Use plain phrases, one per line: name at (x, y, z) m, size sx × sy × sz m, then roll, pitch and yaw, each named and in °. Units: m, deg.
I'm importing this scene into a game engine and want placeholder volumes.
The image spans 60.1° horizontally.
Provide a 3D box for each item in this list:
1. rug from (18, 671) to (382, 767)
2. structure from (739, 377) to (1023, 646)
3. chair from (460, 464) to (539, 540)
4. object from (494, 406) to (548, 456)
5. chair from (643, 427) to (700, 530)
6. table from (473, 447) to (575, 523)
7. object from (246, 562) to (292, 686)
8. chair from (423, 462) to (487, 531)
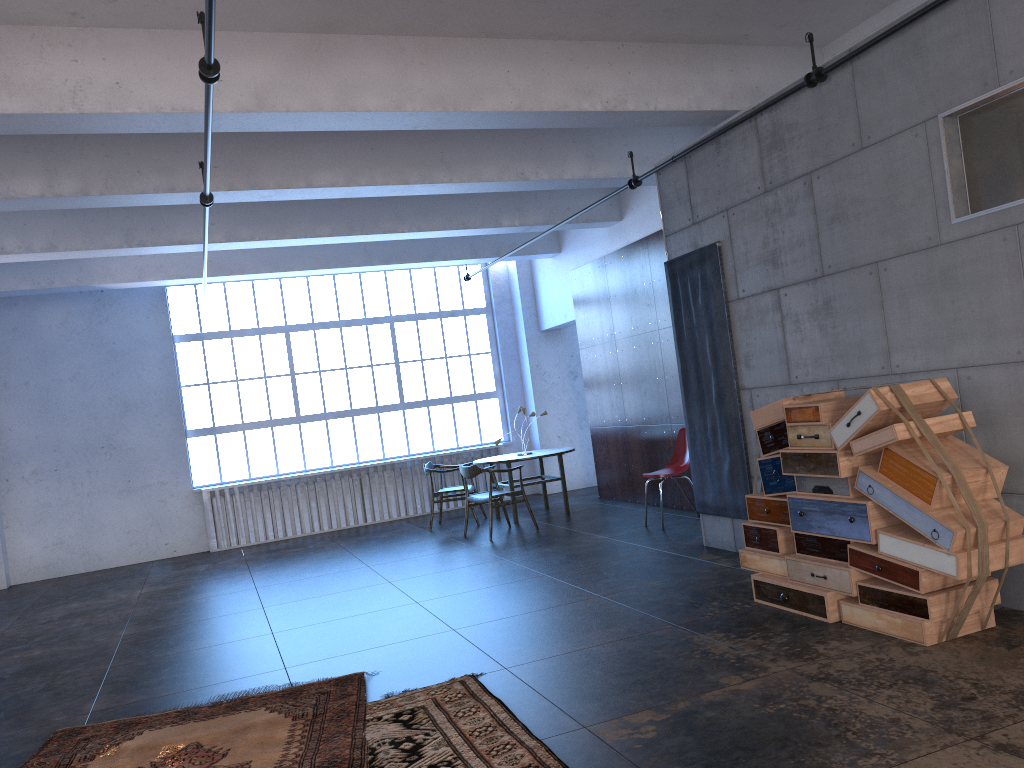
rug at (-1.421, 1.724, 3.480) m, size 1.890 × 0.048 × 3.497 m, roll -7°, pitch -1°, yaw -10°
structure at (1.961, 0.673, 5.116) m, size 0.646 × 1.315 × 1.888 m, roll -8°, pitch -1°, yaw -20°
chair at (-0.186, 1.303, 10.154) m, size 0.685 × 0.864 × 0.714 m, roll -7°, pitch 0°, yaw -33°
object at (0.122, 0.588, 11.303) m, size 0.784 × 0.624 × 0.236 m, roll -7°, pitch 0°, yaw -19°
chair at (1.692, 0.969, 9.197) m, size 0.664 × 0.988 × 0.422 m, roll -8°, pitch 0°, yaw -21°
table at (0.211, 1.325, 11.319) m, size 1.291 × 0.851 × 1.328 m, roll -8°, pitch -1°, yaw 23°
object at (3.876, 1.140, 0.899) m, size 20.002 × 0.001 × 26.851 m, roll -7°, pitch -1°, yaw -20°
chair at (-0.745, 1.404, 11.422) m, size 0.670 × 0.864 × 0.731 m, roll -8°, pitch 0°, yaw 6°
